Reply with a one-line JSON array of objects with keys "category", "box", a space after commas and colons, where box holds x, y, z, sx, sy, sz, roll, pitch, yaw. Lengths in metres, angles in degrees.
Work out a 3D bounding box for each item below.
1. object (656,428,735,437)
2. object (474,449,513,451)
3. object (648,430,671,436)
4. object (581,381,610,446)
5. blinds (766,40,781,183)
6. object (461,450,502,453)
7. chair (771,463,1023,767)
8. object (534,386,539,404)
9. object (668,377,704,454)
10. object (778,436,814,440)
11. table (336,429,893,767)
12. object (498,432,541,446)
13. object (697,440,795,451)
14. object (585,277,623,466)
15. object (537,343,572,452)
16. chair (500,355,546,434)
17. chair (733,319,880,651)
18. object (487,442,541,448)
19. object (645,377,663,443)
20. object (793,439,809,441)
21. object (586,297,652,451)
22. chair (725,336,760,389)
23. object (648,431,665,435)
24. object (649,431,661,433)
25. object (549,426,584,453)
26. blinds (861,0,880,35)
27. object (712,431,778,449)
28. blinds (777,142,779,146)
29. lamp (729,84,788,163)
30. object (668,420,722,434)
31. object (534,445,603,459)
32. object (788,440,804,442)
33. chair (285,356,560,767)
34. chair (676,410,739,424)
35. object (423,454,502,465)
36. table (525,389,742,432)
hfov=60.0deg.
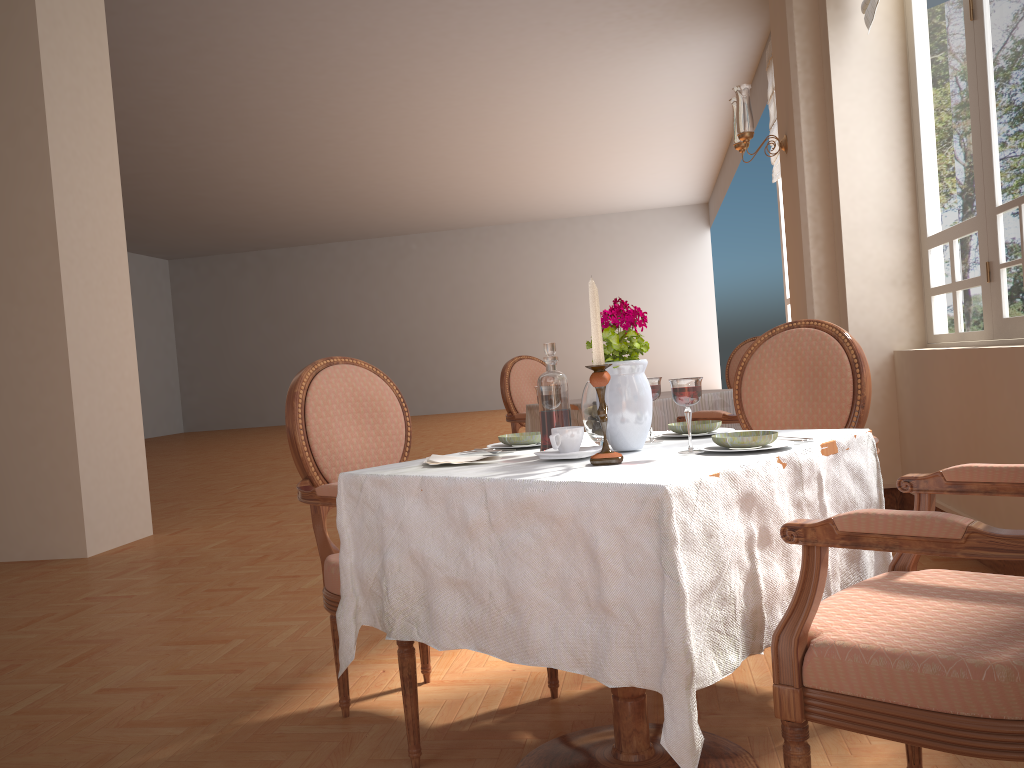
[{"category": "object", "box": [0.405, 0.108, 1.963, 0.171, 0.005, 0.171, -4, 1, 40]}, {"category": "object", "box": [-0.036, 0.144, 1.952, 0.127, 0.004, 0.013, -4, 1, 43]}, {"category": "object", "box": [0.336, 0.113, 2.031, 0.127, 0.004, 0.013, -5, 1, -44]}, {"category": "object", "box": [0.192, 0.061, 1.860, 0.093, 0.138, 0.092, -3, 2, 37]}, {"category": "blinds", "box": [2.371, -2.472, 8.027, 0.038, 1.293, 0.689, -4, 2, 9]}, {"category": "object", "box": [-0.068, 0.147, 1.918, 0.125, 0.006, 0.027, -4, 1, 42]}, {"category": "chair", "box": [0.745, 0.311, 1.332, 0.593, 0.931, 0.520, -3, 2, 42]}, {"category": "object", "box": [0.083, 0.071, 1.875, 0.062, 0.135, 0.062, -3, 2, 40]}, {"category": "object", "box": [0.318, 0.057, 1.599, 0.062, 0.135, 0.062, -3, 2, 40]}, {"category": "object", "box": [0.524, 0.103, 1.704, 0.125, 0.006, 0.027, -4, 1, 45]}, {"category": "table", "box": [0.219, 0.470, 1.805, 0.829, 0.680, 0.836, -3, 2, 43]}, {"category": "object", "box": [0.027, 0.127, 2.025, 0.117, 0.024, 0.117, -4, 1, 19]}, {"category": "object", "box": [0.422, 0.113, 1.602, 0.171, 0.005, 0.171, -5, 1, -31]}, {"category": "object", "box": [0.154, -0.022, 1.556, 0.059, 0.326, 0.177, -4, 1, 8]}, {"category": "object", "box": [0.084, 0.028, 1.785, 0.074, 0.222, 0.074, -5, 2, -12]}, {"category": "chair", "box": [0.245, 0.293, 4.846, 0.520, 0.931, 0.593, -6, 2, -36]}, {"category": "chair", "box": [0.678, 0.300, 2.319, 0.521, 0.931, 0.592, -3, 2, 42]}, {"category": "object", "box": [0.028, 0.137, 2.025, 0.171, 0.005, 0.171, -5, 1, -44]}, {"category": "object", "box": [0.289, 0.055, 1.859, 0.062, 0.135, 0.062, -3, 2, 40]}, {"category": "object", "box": [0.507, 0.107, 1.685, 0.016, 0.002, 0.125, -5, 1, -44]}, {"category": "object", "box": [0.211, -0.022, 1.735, 0.124, 0.302, 0.143, -4, 2, 8]}, {"category": "chair", "box": [1.178, 0.221, 4.705, 0.592, 0.931, 0.521, -6, 2, -36]}, {"category": "object", "box": [0.323, 0.115, 2.048, 0.125, 0.002, 0.016, -5, 1, -44]}, {"category": "object", "box": [0.304, 0.115, 2.065, 0.027, 0.006, 0.125, -4, 1, 45]}, {"category": "object", "box": [0.100, 0.108, 1.685, 0.078, 0.049, 0.062, -5, 1, -19]}, {"category": "blinds", "box": [1.550, -2.294, 3.752, 0.072, 1.376, 0.843, -4, 1, 10]}, {"category": "object", "box": [0.421, 0.103, 1.602, 0.117, 0.024, 0.117, -5, 1, -40]}, {"category": "blinds", "box": [2.232, -2.477, 7.250, 0.085, 1.236, 0.699, -4, 1, 9]}, {"category": "lamp", "box": [1.336, -1.408, 4.805, 0.274, 0.362, 0.320, -4, 1, 9]}, {"category": "object", "box": [0.405, 0.098, 1.962, 0.117, 0.024, 0.117, -5, 1, -12]}, {"category": "object", "box": [0.109, 0.132, 1.688, 0.119, 0.016, 0.119, -4, 1, 29]}, {"category": "object", "box": [0.490, 0.107, 1.672, 0.013, 0.004, 0.127, -6, 1, -44]}, {"category": "chair", "box": [-0.263, 0.376, 2.273, 0.593, 0.931, 0.520, -3, 2, 42]}, {"category": "chair", "box": [1.051, 0.247, 3.724, 0.520, 0.931, 0.593, -6, 2, -36]}, {"category": "object", "box": [-0.130, 0.151, 1.765, 0.094, 0.012, 0.234, -5, 1, -43]}, {"category": "table", "box": [0.632, 0.398, 4.290, 0.830, 0.677, 0.829, -5, 2, -36]}]
